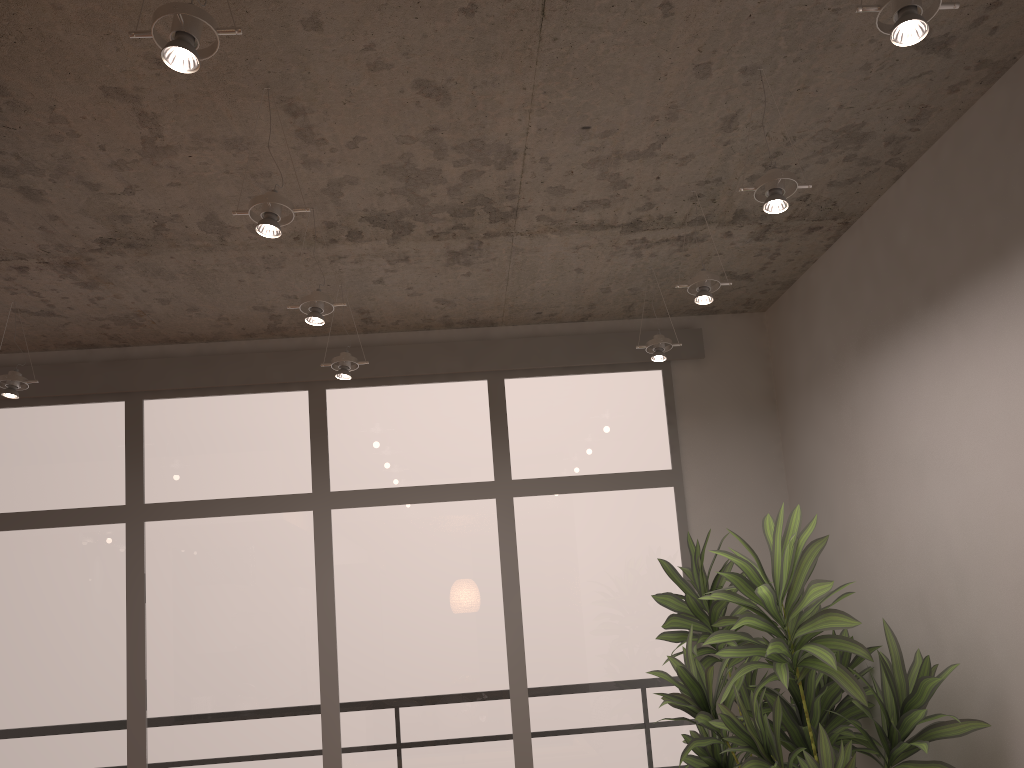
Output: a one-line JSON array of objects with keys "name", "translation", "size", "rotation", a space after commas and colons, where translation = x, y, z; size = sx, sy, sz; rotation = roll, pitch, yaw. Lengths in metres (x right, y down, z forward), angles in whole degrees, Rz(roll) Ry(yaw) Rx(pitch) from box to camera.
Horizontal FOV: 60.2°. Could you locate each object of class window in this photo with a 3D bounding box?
[{"name": "window", "translation": [-3.035, 1.524, 4.673], "size": [8.553, 3.231, 0.063], "rotation": [-3, -9, -3]}]

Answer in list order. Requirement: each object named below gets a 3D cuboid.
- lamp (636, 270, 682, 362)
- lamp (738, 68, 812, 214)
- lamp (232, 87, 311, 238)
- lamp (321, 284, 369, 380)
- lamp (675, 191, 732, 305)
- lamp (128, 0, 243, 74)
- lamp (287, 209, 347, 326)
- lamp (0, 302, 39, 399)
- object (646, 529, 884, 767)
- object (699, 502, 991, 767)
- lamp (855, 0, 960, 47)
[{"name": "lamp", "translation": [0.709, -0.349, 4.358], "size": [0.198, 0.475, 0.136], "rotation": [3, -12, -36]}, {"name": "lamp", "translation": [0.797, -0.766, 2.740], "size": [0.198, 0.475, 0.136], "rotation": [3, -12, -36]}, {"name": "lamp", "translation": [-0.728, -0.677, 2.652], "size": [0.198, 0.475, 0.136], "rotation": [3, -12, -36]}, {"name": "lamp", "translation": [-0.816, -0.259, 4.270], "size": [0.198, 0.475, 0.136], "rotation": [3, -12, -36]}, {"name": "lamp", "translation": [0.753, -0.558, 3.549], "size": [0.198, 0.475, 0.136], "rotation": [3, -12, -36]}, {"name": "lamp", "translation": [-0.684, -0.885, 1.843], "size": [0.198, 0.475, 0.136], "rotation": [3, -12, -36]}, {"name": "lamp", "translation": [-0.772, -0.468, 3.461], "size": [0.198, 0.475, 0.136], "rotation": [3, -12, -36]}, {"name": "lamp", "translation": [-2.360, -0.168, 4.180], "size": [0.198, 0.475, 0.136], "rotation": [3, -12, -36]}, {"name": "object", "translation": [1.238, 1.701, 4.147], "size": [1.085, 2.072, 0.978], "rotation": [-7, -10, 14]}, {"name": "object", "translation": [1.288, 1.528, 3.481], "size": [0.969, 2.072, 1.095], "rotation": [-6, -10, 9]}, {"name": "lamp", "translation": [0.841, -0.975, 1.931], "size": [0.198, 0.475, 0.136], "rotation": [3, -12, -36]}]
